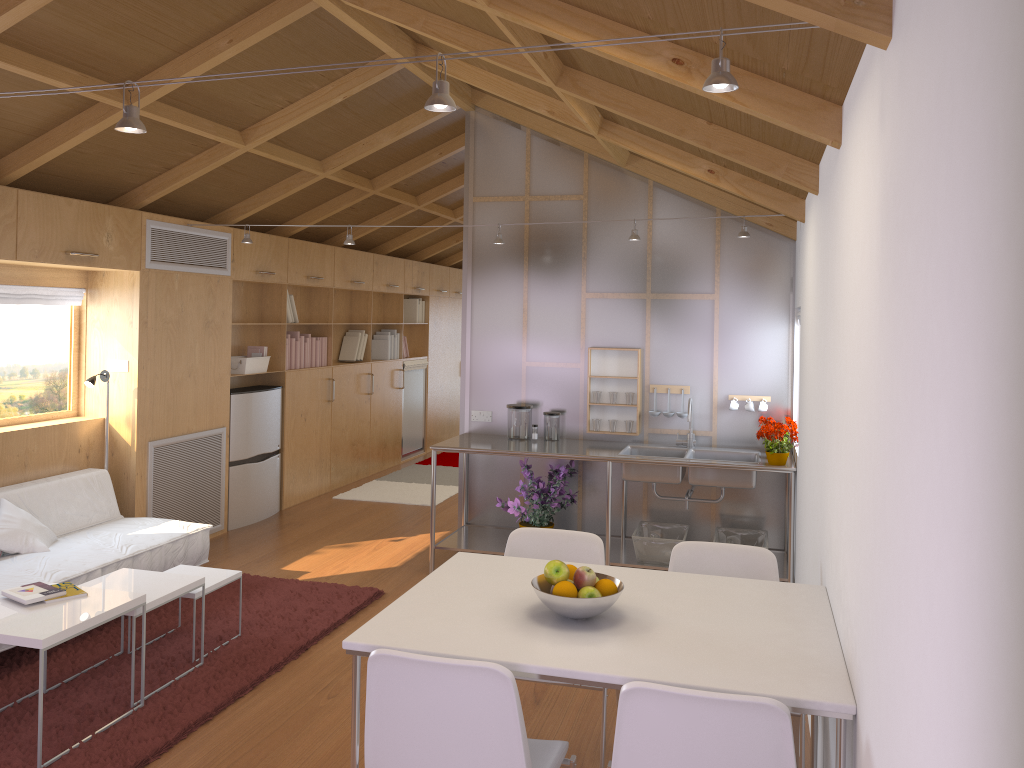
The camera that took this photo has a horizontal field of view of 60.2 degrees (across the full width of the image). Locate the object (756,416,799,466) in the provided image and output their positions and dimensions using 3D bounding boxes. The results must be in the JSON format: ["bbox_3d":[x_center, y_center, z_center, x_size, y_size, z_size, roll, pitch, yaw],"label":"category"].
[{"bbox_3d":[1.521,0.317,5.080,0.233,0.235,0.689,2,4,16],"label":"object"}]

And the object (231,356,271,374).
[{"bbox_3d":[-2.005,-0.145,6.690,0.203,0.122,0.350,2,4,15],"label":"object"}]

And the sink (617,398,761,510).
[{"bbox_3d":[1.062,0.411,5.251,0.810,0.640,0.564,2,2,15],"label":"sink"}]

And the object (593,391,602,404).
[{"bbox_3d":[0.545,0.086,5.654,0.061,0.077,0.061,2,2,28],"label":"object"}]

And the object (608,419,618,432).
[{"bbox_3d":[0.641,0.268,5.625,0.061,0.077,0.061,1,2,-10],"label":"object"}]

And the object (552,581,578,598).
[{"bbox_3d":[0.142,0.563,2.370,0.067,0.067,0.068,1,2,-9],"label":"object"}]

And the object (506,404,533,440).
[{"bbox_3d":[0.048,0.244,5.715,0.172,0.215,0.172,2,2,29],"label":"object"}]

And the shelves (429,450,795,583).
[{"bbox_3d":[0.597,0.795,5.349,2.093,0.753,0.633,2,2,15],"label":"shelves"}]

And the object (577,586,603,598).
[{"bbox_3d":[0.209,0.577,2.368,0.070,0.069,0.077,2,2,16],"label":"object"}]

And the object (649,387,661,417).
[{"bbox_3d":[0.897,0.116,5.554,0.074,0.183,0.074,1,1,-43],"label":"object"}]

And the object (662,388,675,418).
[{"bbox_3d":[0.980,0.119,5.531,0.074,0.183,0.074,1,1,-43],"label":"object"}]

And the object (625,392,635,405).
[{"bbox_3d":[0.745,0.094,5.598,0.061,0.077,0.061,1,2,-10],"label":"object"}]

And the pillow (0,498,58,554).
[{"bbox_3d":[-2.430,0.708,4.400,0.267,0.252,0.346,0,3,-21],"label":"pillow"}]

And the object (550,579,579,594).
[{"bbox_3d":[0.146,0.577,2.440,0.080,0.089,0.078,0,2,-25],"label":"object"}]

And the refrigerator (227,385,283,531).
[{"bbox_3d":[-2.001,0.531,6.694,0.262,0.987,0.714,1,1,15],"label":"refrigerator"}]

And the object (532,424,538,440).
[{"bbox_3d":[0.145,0.304,5.608,0.037,0.092,0.037,1,0,30],"label":"object"}]

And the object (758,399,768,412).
[{"bbox_3d":[1.533,0.130,5.400,0.059,0.080,0.062,1,1,16],"label":"object"}]

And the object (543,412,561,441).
[{"bbox_3d":[0.255,0.272,5.678,0.113,0.177,0.113,2,1,36],"label":"object"}]

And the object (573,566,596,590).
[{"bbox_3d":[0.198,0.532,2.418,0.061,0.067,0.063,0,2,-36],"label":"object"}]

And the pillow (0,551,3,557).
[{"bbox_3d":[-2.671,0.748,3.819,0.171,0.251,1.043,1,4,15],"label":"pillow"}]

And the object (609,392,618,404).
[{"bbox_3d":[0.645,0.090,5.626,0.061,0.077,0.061,1,2,-10],"label":"object"}]

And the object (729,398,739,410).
[{"bbox_3d":[1.367,0.124,5.446,0.059,0.080,0.062,1,1,16],"label":"object"}]

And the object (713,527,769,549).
[{"bbox_3d":[1.315,0.956,5.076,0.299,0.158,0.415,2,4,15],"label":"object"}]

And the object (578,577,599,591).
[{"bbox_3d":[0.216,0.566,2.470,0.071,0.078,0.069,0,2,-37],"label":"object"}]

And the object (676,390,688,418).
[{"bbox_3d":[1.063,0.122,5.508,0.074,0.183,0.074,1,1,-43],"label":"object"}]

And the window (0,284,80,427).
[{"bbox_3d":[-2.893,-0.147,4.748,0.035,0.789,1.498,1,3,15],"label":"window"}]

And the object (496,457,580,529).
[{"bbox_3d":[0.144,0.714,5.358,0.525,0.552,0.352,1,1,7],"label":"object"}]

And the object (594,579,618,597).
[{"bbox_3d":[0.256,0.568,2.419,0.067,0.066,0.068,0,2,-30],"label":"object"}]

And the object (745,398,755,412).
[{"bbox_3d":[1.456,0.129,5.416,0.059,0.081,0.062,2,2,23],"label":"object"}]

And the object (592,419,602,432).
[{"bbox_3d":[0.542,0.264,5.653,0.061,0.077,0.061,2,2,28],"label":"object"}]

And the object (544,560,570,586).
[{"bbox_3d":[0.123,0.516,2.416,0.070,0.069,0.077,2,2,16],"label":"object"}]

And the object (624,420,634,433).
[{"bbox_3d":[0.741,0.271,5.597,0.061,0.077,0.061,1,2,-10],"label":"object"}]

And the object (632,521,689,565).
[{"bbox_3d":[0.877,0.938,5.198,0.299,0.158,0.415,2,4,15],"label":"object"}]
